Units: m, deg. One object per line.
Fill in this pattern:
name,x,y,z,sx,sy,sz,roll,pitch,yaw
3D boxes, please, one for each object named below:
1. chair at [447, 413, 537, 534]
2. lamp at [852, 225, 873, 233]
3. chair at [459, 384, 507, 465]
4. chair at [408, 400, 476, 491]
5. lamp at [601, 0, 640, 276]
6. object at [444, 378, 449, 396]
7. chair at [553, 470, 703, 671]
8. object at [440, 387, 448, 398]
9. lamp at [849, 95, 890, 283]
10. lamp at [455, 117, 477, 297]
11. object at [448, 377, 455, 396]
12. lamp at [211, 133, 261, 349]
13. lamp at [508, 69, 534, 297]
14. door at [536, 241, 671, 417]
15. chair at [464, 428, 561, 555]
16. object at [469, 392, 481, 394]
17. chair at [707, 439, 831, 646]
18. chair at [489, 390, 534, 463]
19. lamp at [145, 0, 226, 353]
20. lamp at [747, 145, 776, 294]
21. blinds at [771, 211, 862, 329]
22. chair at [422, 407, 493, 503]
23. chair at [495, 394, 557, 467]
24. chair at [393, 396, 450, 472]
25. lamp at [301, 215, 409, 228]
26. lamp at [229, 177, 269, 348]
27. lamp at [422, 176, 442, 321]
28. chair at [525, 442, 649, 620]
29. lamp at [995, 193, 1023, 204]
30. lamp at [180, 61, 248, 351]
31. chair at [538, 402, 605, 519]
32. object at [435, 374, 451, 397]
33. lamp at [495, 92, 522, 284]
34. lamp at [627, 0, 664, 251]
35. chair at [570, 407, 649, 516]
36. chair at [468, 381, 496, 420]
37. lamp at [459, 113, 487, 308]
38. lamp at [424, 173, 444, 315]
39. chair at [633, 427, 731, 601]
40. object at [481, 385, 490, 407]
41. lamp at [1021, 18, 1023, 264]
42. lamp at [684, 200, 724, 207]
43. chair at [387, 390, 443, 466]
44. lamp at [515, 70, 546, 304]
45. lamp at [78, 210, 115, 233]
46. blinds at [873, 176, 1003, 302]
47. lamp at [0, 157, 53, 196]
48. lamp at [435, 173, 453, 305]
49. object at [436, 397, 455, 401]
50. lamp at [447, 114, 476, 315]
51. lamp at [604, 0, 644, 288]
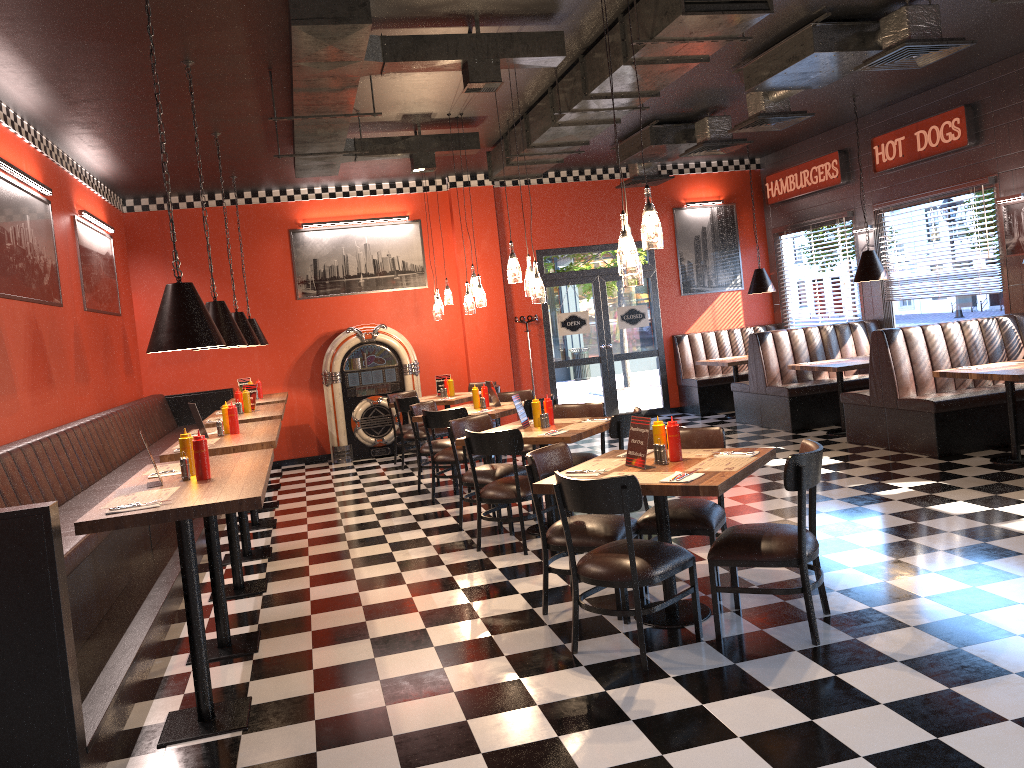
chair,-0.178,0.689,7.037,0.543,0.866,0.488,-4,3,41
lamp,4.403,-1.946,11.122,0.081,0.056,0.334,-7,4,-13
chair,-0.365,0.469,10.461,0.544,0.866,0.488,-5,2,19
chair,-0.724,0.610,8.983,0.544,0.866,0.488,-5,2,24
lamp,0.490,-1.528,4.445,0.109,1.963,0.108,-7,2,-26
object,-0.790,0.030,10.780,0.068,0.237,0.068,-6,2,-16
chair,0.526,0.815,4.182,0.485,0.866,0.546,-4,3,44
object,-0.823,0.091,10.698,0.094,0.136,0.047,-7,2,-13
lamp,3.862,-2.155,9.764,0.383,2.042,0.381,-7,2,-32
lamp,-0.462,-1.844,8.785,0.108,1.963,0.109,-5,2,33
object,-0.734,0.029,10.705,0.068,0.237,0.068,-6,2,-16
lamp,-2.708,-1.370,8.459,0.381,2.042,0.383,-5,2,28
lamp,0.054,-1.642,6.728,0.108,1.963,0.109,-5,2,29
door,1.342,-0.735,12.841,1.802,2.569,0.128,-7,2,-13
chair,-0.009,0.722,6.307,0.485,0.866,0.546,-5,3,35
object,-0.414,0.102,10.764,0.254,0.019,0.158,-4,5,32
chair,1.247,0.734,4.249,0.543,0.866,0.488,-5,2,26
chair,0.004,0.522,9.152,0.486,0.866,0.546,-6,2,10
lamp,-1.747,-1.190,4.443,0.381,2.042,0.383,-5,2,28
lamp,3.308,-2.258,12.081,0.381,2.042,0.383,-5,2,35
blinds,4.207,-1.451,12.292,0.099,1.632,1.870,-6,3,-13
chair,-0.514,0.636,8.300,0.485,0.866,0.546,-5,2,27
chair,0.173,0.555,8.422,0.543,0.866,0.488,-4,3,36
chair,-1.053,0.551,10.328,0.546,0.866,0.486,-8,3,-38
lamp,-2.110,-2.195,11.980,1.446,0.056,0.081,-7,3,-13
lamp,-3.229,-1.468,10.639,0.381,2.042,0.383,-5,2,28
lamp,-1.009,-1.755,10.791,0.109,1.963,0.108,-7,2,-32
chair,0.391,0.781,4.874,0.543,0.866,0.488,-5,2,27
lamp,4.960,-1.842,8.795,0.081,0.056,0.334,-7,4,-13
lamp,-2.198,-1.275,6.328,0.381,2.042,0.383,-5,2,28
chair,0.509,0.608,7.158,0.485,0.866,0.546,-5,2,32
object,-0.836,0.018,10.874,0.188,0.257,0.072,-6,2,-3
lamp,-0.078,-1.737,6.675,0.109,1.963,0.108,-7,2,-41
lamp,0.606,-1.651,4.414,0.108,1.963,0.108,-7,2,-22
chair,0.719,0.634,6.475,0.543,0.866,0.488,-5,2,29
chair,-0.434,0.426,11.186,0.485,0.866,0.546,-4,3,41
lamp,-0.400,-1.730,8.667,0.109,1.963,0.108,-7,2,-31
lamp,-0.973,-1.810,10.674,0.108,1.963,0.109,-5,2,29
chair,0.974,0.708,5.027,0.485,0.866,0.546,-5,2,26
object,-0.268,0.112,8.824,0.068,0.237,0.068,-6,2,-8
lamp,4.417,-2.051,7.445,0.383,2.042,0.381,-7,2,-32
lamp,2.853,-2.687,13.168,0.611,0.056,0.081,-7,3,-13
chair,-1.207,0.526,10.913,0.543,0.866,0.488,-4,3,41
lamp,0.102,-1.579,6.614,0.108,1.963,0.108,-6,1,-2
lamp,-4.469,-1.739,9.538,0.081,0.056,1.445,-7,4,-13
blinds,4.742,-1.560,9.959,0.100,1.204,1.870,-6,3,-13
lamp,-3.854,-1.624,6.965,0.081,0.056,1.445,-7,4,-13
lamp,-0.865,-1.937,10.721,0.108,1.963,0.109,-6,2,19
object,-0.748,0.168,10.320,0.157,0.019,0.256,-3,5,35
lamp,-0.509,-1.656,8.627,0.108,1.963,0.108,-6,1,-2
lamp,0.528,-1.481,4.565,0.108,1.963,0.109,-5,2,33
